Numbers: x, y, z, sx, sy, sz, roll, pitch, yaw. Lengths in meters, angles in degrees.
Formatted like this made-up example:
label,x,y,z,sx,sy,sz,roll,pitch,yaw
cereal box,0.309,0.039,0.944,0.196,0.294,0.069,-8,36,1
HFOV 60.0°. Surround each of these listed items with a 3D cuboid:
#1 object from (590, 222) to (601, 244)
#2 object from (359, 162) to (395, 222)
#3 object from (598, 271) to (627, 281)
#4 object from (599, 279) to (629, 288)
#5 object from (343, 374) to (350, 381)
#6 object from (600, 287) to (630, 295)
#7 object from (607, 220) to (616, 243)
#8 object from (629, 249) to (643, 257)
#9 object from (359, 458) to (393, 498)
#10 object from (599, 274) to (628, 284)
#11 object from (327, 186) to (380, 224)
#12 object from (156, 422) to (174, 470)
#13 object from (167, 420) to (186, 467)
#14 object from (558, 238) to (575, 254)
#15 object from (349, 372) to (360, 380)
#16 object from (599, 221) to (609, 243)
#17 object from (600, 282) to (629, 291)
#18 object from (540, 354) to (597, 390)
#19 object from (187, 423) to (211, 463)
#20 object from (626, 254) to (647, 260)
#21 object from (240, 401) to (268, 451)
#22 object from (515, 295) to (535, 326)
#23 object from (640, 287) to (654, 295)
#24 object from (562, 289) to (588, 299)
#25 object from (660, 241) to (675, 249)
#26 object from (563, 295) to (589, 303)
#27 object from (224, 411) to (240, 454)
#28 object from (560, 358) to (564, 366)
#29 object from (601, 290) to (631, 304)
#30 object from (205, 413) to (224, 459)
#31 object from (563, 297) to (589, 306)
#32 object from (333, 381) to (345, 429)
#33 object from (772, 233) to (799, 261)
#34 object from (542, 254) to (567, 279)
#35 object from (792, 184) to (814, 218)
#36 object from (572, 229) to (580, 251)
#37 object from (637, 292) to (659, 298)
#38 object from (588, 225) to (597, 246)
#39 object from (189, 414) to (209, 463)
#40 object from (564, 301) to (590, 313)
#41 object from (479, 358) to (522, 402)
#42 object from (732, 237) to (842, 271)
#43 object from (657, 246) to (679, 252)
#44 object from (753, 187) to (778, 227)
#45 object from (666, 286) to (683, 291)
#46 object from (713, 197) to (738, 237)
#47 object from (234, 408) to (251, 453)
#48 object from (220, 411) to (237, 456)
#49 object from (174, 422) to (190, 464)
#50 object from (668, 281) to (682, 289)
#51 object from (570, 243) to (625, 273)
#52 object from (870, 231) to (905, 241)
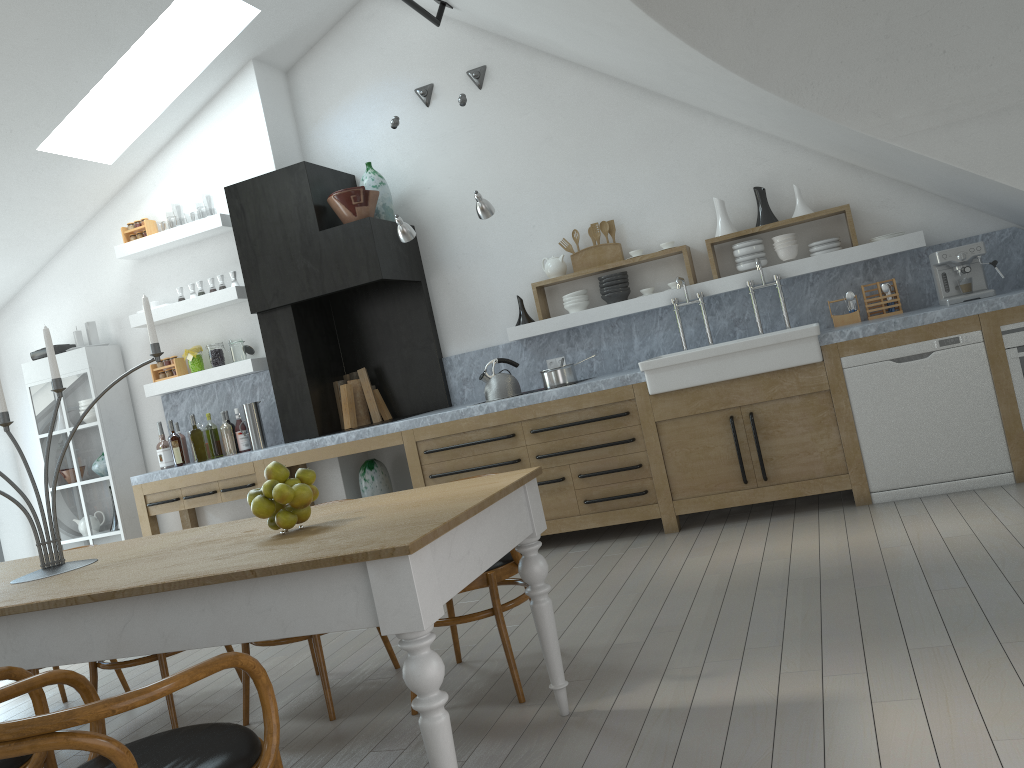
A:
label,x,y,z,sx,sy,sz,roll,pitch,yaw
object,0.599,-0.960,6.100,0.057,0.299,0.019,-13,-1,19
object,-1.003,-1.380,6.508,0.231,0.503,0.230,-12,-1,-29
object,0.693,-0.714,6.060,0.205,0.080,0.206,-12,1,22
object,0.701,-0.662,6.054,0.205,0.072,0.206,-12,1,7
object,-1.213,0.137,6.739,0.067,0.425,0.088,-13,-1,34
object,0.709,-0.613,6.055,0.206,0.086,0.204,-13,1,-33
object,0.699,-0.981,6.087,0.057,0.294,0.030,-13,-1,19
object,0.848,-0.880,6.015,0.098,0.048,0.099,-12,1,17
object,-0.989,0.797,6.507,0.231,0.498,0.230,-12,-1,-29
object,0.700,-0.687,6.057,0.206,0.084,0.204,-13,1,-43
object,-1.095,-1.218,6.202,0.347,0.236,0.367,-12,0,37
object,-2.602,0.458,6.623,0.088,0.360,0.086,-13,-1,41
object,-2.463,0.439,6.485,0.093,0.359,0.092,-12,-1,-37
object,0.433,-0.908,6.179,0.198,0.259,0.016,-12,-1,30
object,-1.147,0.136,6.707,0.089,0.458,0.111,-13,-1,19
object,0.659,-0.972,6.082,0.067,0.298,0.039,-13,-1,19
object,0.704,-0.640,6.049,0.206,0.086,0.204,-13,1,-28
object,0.378,-0.068,5.682,0.394,0.170,0.232,-12,0,-1
object,-2.314,0.429,6.623,0.183,0.286,0.184,-13,-1,43
object,0.853,-0.857,6.015,0.163,0.012,0.164,-12,1,37
object,-1.869,0.307,6.411,0.164,0.339,0.114,-13,-1,22
object,0.073,-0.527,6.297,0.156,0.218,0.156,-12,0,1
object,0.919,-0.621,6.006,0.098,0.048,0.099,-12,1,17
object,0.442,-0.601,6.146,0.181,0.076,0.180,-13,1,-33
object,1.046,-0.922,5.945,0.098,0.048,0.099,-12,1,17
object,0.447,-0.572,6.146,0.180,0.069,0.181,-12,1,37
object,-2.087,0.360,6.569,0.085,0.331,0.086,-13,-1,28
object,0.309,-0.081,5.740,0.051,0.167,0.236,-12,0,15
object,0.715,-0.587,6.054,0.205,0.072,0.206,-12,1,7
object,-2.198,0.381,6.509,0.091,0.339,0.092,-13,-1,37
object,0.449,-0.549,6.147,0.181,0.065,0.180,-13,1,-33
object,-1.274,0.158,6.589,0.057,0.359,0.075,-13,-1,34
object,1.751,-0.870,5.659,0.154,0.160,0.157,-12,0,-43
object,0.298,-0.820,6.213,0.168,0.169,0.174,-12,0,3
object,1.838,-1.173,5.663,0.156,0.218,0.156,-12,0,1
object,0.464,-0.933,6.169,0.055,0.299,0.028,-13,-1,19
object,0.924,-0.598,6.006,0.163,0.012,0.164,-12,1,37
object,0.574,-0.955,6.130,0.061,0.299,0.040,-13,-1,17
object,-2.280,0.396,6.423,0.093,0.359,0.092,-12,-1,-27
object,0.455,-0.527,6.146,0.180,0.064,0.182,-12,1,42
object,-0.080,-0.037,5.834,0.245,0.268,0.247,-12,0,29
object,1.759,-0.870,5.682,0.655,0.196,0.198,-12,0,19
object,1.051,-0.899,5.945,0.163,0.012,0.164,-12,1,37
object,1.622,-1.153,5.728,0.156,0.268,0.156,-12,0,24
object,1.101,-0.636,5.943,0.163,0.012,0.164,-12,1,37
object,1.381,-1.101,5.817,0.156,0.268,0.156,-12,0,8
object,-1.994,0.341,6.520,0.081,0.330,0.081,-12,-1,-44
object,-2.071,0.361,6.443,0.085,0.331,0.086,-13,-1,28
object,-2.498,0.450,6.683,0.085,0.331,0.086,-13,-1,28
object,1.096,-0.658,5.943,0.098,0.048,0.099,-12,1,17
object,0.587,-0.877,6.120,0.353,0.157,0.084,-12,0,19
object,2.329,-0.909,5.497,0.213,0.025,0.213,-12,1,7
